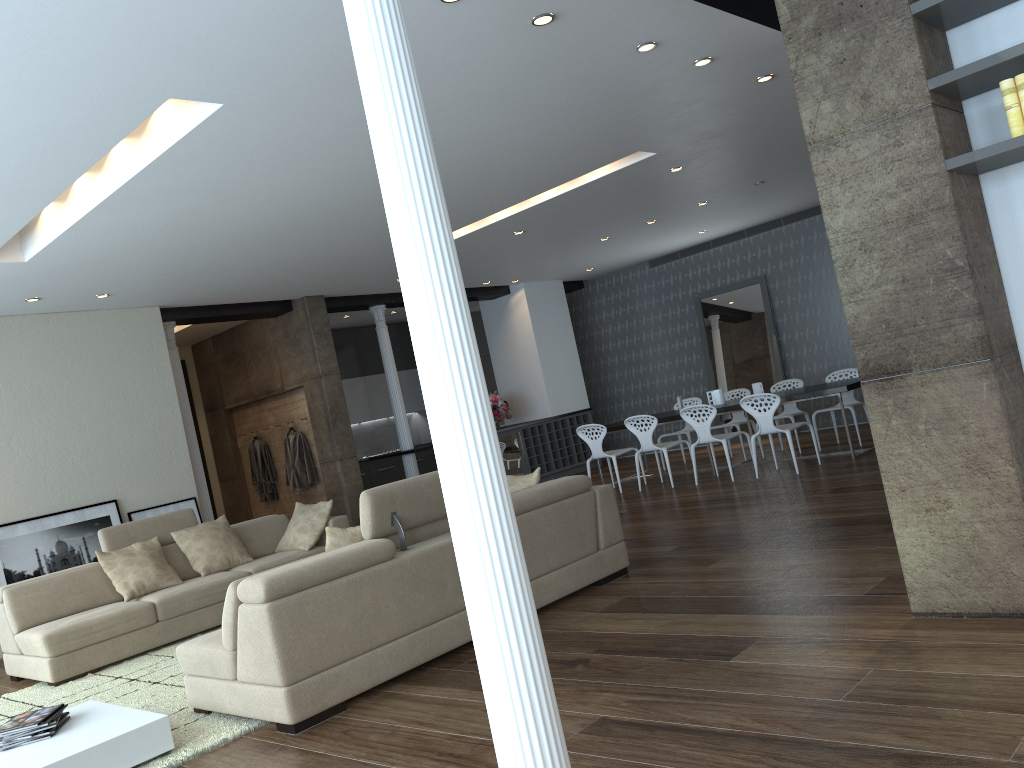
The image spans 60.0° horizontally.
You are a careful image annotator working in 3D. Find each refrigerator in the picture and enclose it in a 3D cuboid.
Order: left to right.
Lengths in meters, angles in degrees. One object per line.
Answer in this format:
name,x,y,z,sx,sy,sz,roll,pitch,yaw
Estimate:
refrigerator,-0.036,1.048,12.541,0.578,0.774,0.075,-11,-2,-43

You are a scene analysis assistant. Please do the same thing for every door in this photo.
door,-4.700,1.119,12.047,0.246,2.814,1.037,-13,-2,43

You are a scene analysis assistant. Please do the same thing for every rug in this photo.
rug,-1.664,1.733,5.728,2.972,0.020,4.231,-13,-2,43

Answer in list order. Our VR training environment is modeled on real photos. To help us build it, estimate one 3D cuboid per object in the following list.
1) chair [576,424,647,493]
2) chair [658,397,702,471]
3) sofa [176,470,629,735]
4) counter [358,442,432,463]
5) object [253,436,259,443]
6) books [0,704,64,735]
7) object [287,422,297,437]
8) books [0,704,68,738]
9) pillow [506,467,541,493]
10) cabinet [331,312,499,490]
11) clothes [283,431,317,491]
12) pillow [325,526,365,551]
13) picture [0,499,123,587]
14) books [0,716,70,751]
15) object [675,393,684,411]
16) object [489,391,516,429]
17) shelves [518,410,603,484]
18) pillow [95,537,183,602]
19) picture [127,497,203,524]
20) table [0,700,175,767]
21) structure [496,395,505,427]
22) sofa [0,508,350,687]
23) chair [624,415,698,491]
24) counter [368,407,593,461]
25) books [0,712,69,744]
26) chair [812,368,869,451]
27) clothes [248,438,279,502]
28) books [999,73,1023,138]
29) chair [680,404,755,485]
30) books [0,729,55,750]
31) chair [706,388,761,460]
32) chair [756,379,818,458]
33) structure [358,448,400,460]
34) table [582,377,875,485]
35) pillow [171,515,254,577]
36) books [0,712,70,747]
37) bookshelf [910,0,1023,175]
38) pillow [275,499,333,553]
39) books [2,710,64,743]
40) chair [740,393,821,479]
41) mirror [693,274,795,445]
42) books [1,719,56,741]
chair,1.119,0.833,10.262,0.495,0.835,0.581,-13,-2,43
chair,2.222,0.626,11.409,0.495,0.835,0.581,-13,-2,43
sofa,-0.541,1.002,5.150,1.021,0.950,2.581,-13,-2,43
counter,-2.466,1.306,13.734,0.807,0.223,3.597,-13,-2,43
object,-3.386,0.733,11.723,0.430,0.219,0.010,-13,-2,43
books,-2.249,1.559,4.113,0.220,0.010,0.300,-12,-1,-7
object,-2.757,0.582,11.095,0.430,0.219,0.010,-13,-2,43
books,-2.223,1.564,4.118,0.220,0.010,0.300,-12,-1,-12
pillow,-0.037,0.807,6.044,0.395,0.393,0.518,-11,-2,-43
cabinet,-1.319,0.378,15.130,0.827,2.980,7.409,-13,-2,43
clothes,-2.693,0.964,11.081,0.700,0.735,0.173,-13,-2,42
pillow,-0.816,0.933,4.883,0.519,0.416,0.368,-11,-2,-42
picture,-4.016,1.724,8.017,0.225,1.140,1.183,-13,-2,43
books,-2.211,1.620,4.117,0.220,0.010,0.300,-12,-1,-12
object,1.975,0.215,10.509,0.076,0.233,0.161,-13,-2,25
object,-0.282,0.391,12.935,0.544,0.552,0.570,-11,-2,-40
shelves,0.442,1.035,13.666,0.900,0.897,1.700,-13,-2,43
pillow,-2.901,1.432,6.907,0.368,0.416,0.519,-13,-2,39
picture,-3.321,1.670,8.766,0.195,0.988,0.700,-13,-2,43
table,-2.137,1.692,3.936,0.900,0.170,0.900,-13,-2,43
structure,-0.465,0.550,15.806,0.591,0.596,0.595,-13,-2,43
sofa,-2.625,1.501,7.173,1.021,0.950,2.581,-13,-2,43
chair,1.612,0.715,9.777,0.495,0.835,0.581,-13,-2,43
counter,-0.332,0.703,12.951,1.000,0.040,3.700,-13,-2,43
books,-2.241,1.597,4.112,0.220,0.010,0.300,-12,-1,3
chair,3.712,0.269,9.963,0.495,0.835,0.581,-13,-2,43
clothes,-3.316,1.140,11.705,0.569,0.855,0.141,-13,-2,44
books,2.005,-1.046,3.226,0.345,0.224,0.189,-13,-2,43
chair,2.127,0.591,9.264,0.495,0.835,0.581,-13,-2,43
books,-2.237,1.616,4.112,0.220,0.010,0.300,-11,-2,-27
chair,2.719,0.507,10.927,0.495,0.835,0.581,-13,-2,43
chair,3.215,0.388,10.445,0.495,0.835,0.581,-13,-2,43
structure,-2.052,1.115,14.147,0.520,0.066,0.900,-13,-2,43
table,2.511,0.585,10.164,3.400,0.733,1.200,-13,-2,43
pillow,-2.490,1.345,7.370,0.301,0.439,0.534,-13,-2,40
books,-2.215,1.601,4.117,0.220,0.010,0.300,-12,-1,-12
bookshelf,3.396,-1.708,1.902,4.804,0.942,0.400,-13,-2,43
pillow,-1.804,1.230,7.759,0.518,0.393,0.395,-13,-2,40
books,-2.219,1.583,4.118,0.220,0.010,0.300,-12,-2,-22
chair,2.632,0.471,8.801,0.495,0.835,0.581,-13,-2,43
mirror,3.341,-0.320,12.888,1.200,2.294,0.240,-13,-2,43
books,-2.245,1.578,4.113,0.220,0.010,0.300,-11,-2,-32
